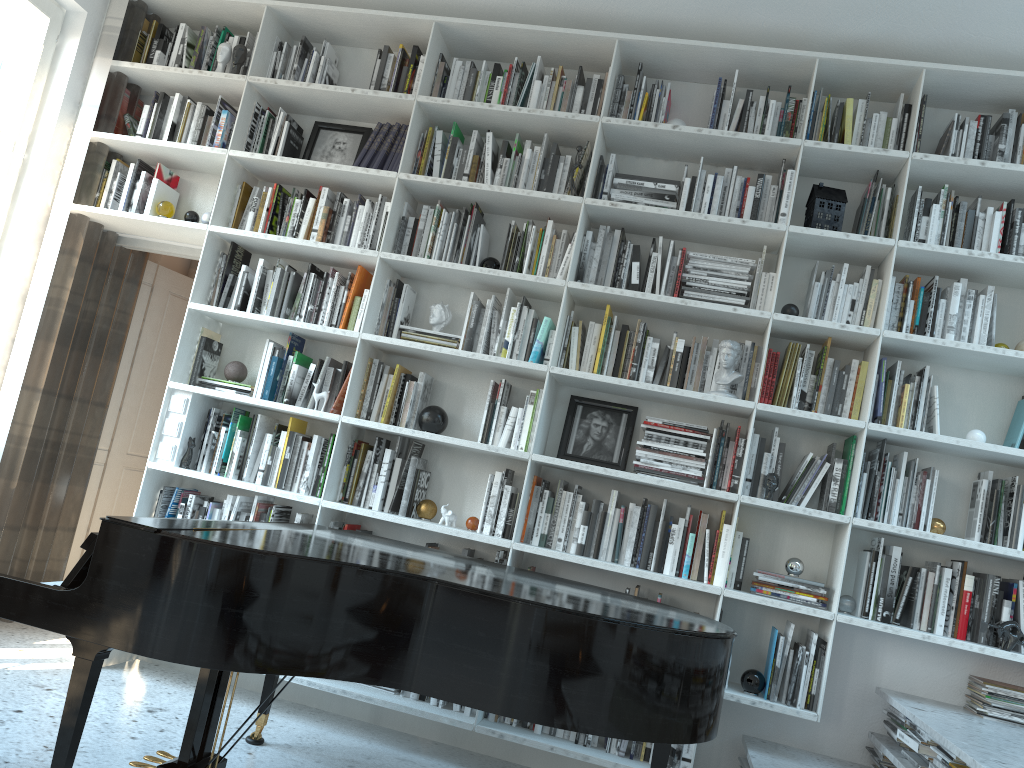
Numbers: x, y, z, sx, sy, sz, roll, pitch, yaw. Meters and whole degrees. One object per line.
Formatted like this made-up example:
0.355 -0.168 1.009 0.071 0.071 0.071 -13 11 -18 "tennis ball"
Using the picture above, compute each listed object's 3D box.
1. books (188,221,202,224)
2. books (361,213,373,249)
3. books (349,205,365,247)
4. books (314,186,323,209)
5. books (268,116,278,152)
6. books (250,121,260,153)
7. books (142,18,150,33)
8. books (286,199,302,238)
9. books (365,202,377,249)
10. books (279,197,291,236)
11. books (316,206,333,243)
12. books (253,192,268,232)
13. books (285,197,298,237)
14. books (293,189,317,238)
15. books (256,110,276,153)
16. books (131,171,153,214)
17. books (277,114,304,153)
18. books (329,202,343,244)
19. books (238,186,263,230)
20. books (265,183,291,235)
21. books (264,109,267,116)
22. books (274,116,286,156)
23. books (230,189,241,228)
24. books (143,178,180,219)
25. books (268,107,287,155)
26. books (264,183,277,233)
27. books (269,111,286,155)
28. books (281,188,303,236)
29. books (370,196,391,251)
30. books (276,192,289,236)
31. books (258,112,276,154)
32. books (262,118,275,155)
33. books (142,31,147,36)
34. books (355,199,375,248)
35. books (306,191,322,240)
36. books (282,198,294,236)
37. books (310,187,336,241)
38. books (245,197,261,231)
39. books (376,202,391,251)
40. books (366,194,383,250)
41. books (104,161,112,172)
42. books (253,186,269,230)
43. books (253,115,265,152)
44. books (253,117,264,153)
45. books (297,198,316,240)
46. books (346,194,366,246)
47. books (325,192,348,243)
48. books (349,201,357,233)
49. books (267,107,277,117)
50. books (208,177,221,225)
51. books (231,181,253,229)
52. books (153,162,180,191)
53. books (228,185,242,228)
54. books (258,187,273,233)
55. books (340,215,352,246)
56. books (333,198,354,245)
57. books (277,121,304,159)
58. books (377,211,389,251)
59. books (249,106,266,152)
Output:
-1.568 -0.762 4.313 0.285 0.012 0.160 10 -8 14 "books"
-0.653 -0.669 4.123 0.013 0.206 0.172 11 -7 12 "books"
-0.695 -0.690 4.122 0.030 0.230 0.172 11 -7 12 "books"
-0.908 -0.764 4.190 0.014 0.303 0.152 11 -7 12 "books"
-1.125 -1.144 4.282 0.019 0.243 0.153 11 -7 12 "books"
-1.215 -1.140 4.305 0.015 0.206 0.172 11 -7 12 "books"
-1.871 -1.683 4.512 0.012 0.307 0.180 11 -7 12 "books"
-0.999 -0.739 4.191 0.031 0.217 0.173 11 -7 12 "books"
-0.627 -0.693 4.132 0.024 0.265 0.155 11 -7 12 "books"
-1.052 -0.753 4.220 0.012 0.230 0.150 11 -7 12 "books"
-0.852 -0.703 4.142 0.029 0.195 0.192 11 -7 12 "books"
-1.162 -0.775 4.230 0.030 0.229 0.172 11 -7 12 "books"
-1.017 -0.747 4.202 0.011 0.228 0.170 11 -7 12 "books"
-0.971 -0.761 4.194 0.014 0.272 0.181 11 -7 12 "books"
-1.172 -1.162 4.290 0.009 0.259 0.184 11 -7 12 "books"
-1.778 -0.894 4.344 0.021 0.236 0.189 11 -7 12 "books"
-1.072 -1.141 4.268 0.012 0.254 0.167 11 -7 12 "books"
-0.801 -0.710 4.150 0.013 0.232 0.172 11 -7 12 "books"
-1.237 -0.801 4.261 0.062 0.258 0.153 11 -7 12 "books"
-1.107 -0.790 4.213 0.011 0.277 0.164 11 -7 12 "books"
-1.193 -1.173 4.306 0.005 0.277 0.147 11 -7 12 "books"
-1.083 -1.140 4.271 0.011 0.249 0.168 11 -7 12 "books"
-1.292 -0.799 4.263 0.022 0.232 0.151 11 -7 12 "books"
-1.714 -0.868 4.335 0.029 0.211 0.187 11 -7 12 "books"
-1.110 -1.161 4.280 0.005 0.280 0.191 11 -7 12 "books"
-1.119 -0.792 4.227 0.020 0.280 0.165 11 -7 12 "books"
-1.100 -1.149 4.267 0.023 0.258 0.183 11 -7 12 "books"
-1.036 -0.774 4.216 0.012 0.277 0.151 11 -7 12 "books"
-0.594 -0.701 4.110 0.022 0.289 0.169 11 -7 12 "books"
-1.079 -0.768 4.222 0.047 0.249 0.134 11 -7 12 "books"
-1.160 -1.154 4.274 0.004 0.246 0.189 11 -7 12 "books"
-1.140 -1.136 4.272 0.018 0.218 0.186 11 -7 12 "books"
-1.865 -1.646 4.519 0.011 0.241 0.151 11 -7 12 "books"
-0.666 -0.702 4.118 0.022 0.263 0.174 11 -7 12 "books"
-0.897 -0.748 4.167 0.023 0.271 0.187 11 -7 12 "books"
-1.031 -0.745 4.198 0.014 0.217 0.164 11 -7 12 "books"
-0.870 -0.751 4.157 0.030 0.285 0.185 11 -7 12 "books"
-1.205 -0.767 4.224 0.026 0.195 0.176 11 -7 12 "books"
-0.569 -0.684 4.100 0.035 0.263 0.178 11 -7 12 "books"
-0.612 -0.707 4.101 0.012 0.290 0.182 11 -7 12 "books"
-2.014 -0.954 4.404 0.011 0.272 0.189 11 -7 12 "books"
-1.178 -0.793 4.240 0.010 0.262 0.151 11 -7 12 "books"
-1.189 -1.149 4.287 0.009 0.228 0.185 11 -7 12 "books"
-1.186 -1.143 4.275 0.004 0.214 0.187 11 -7 12 "books"
-0.944 -0.738 4.190 0.047 0.238 0.162 11 -7 12 "books"
-0.709 -0.718 4.134 0.012 0.280 0.188 11 -7 12 "books"
-0.812 -0.738 4.168 0.025 0.285 0.161 11 -7 12 "books"
-0.730 -0.709 4.155 0.035 0.260 0.131 11 -7 12 "books"
-1.187 -1.177 4.308 0.006 0.288 0.144 11 -7 12 "books"
-1.396 -0.845 4.286 0.012 0.284 0.160 11 -7 12 "books"
-1.275 -0.813 4.253 0.012 0.263 0.180 11 -7 12 "books"
-1.723 -0.912 4.358 0.013 0.298 0.179 11 -7 12 "books"
-1.305 -0.811 4.276 0.012 0.253 0.161 11 -7 12 "books"
-1.139 -0.782 4.225 0.014 0.252 0.187 11 -7 12 "books"
-0.759 -0.677 4.150 0.022 0.185 0.137 11 -7 12 "books"
-0.776 -0.718 4.161 0.029 0.260 0.158 11 -7 12 "books"
-1.066 -1.120 4.255 0.012 0.213 0.186 11 -7 12 "books"
-0.545 -0.652 4.064 0.039 0.202 0.236 11 -7 12 "books"
-1.218 -1.182 4.308 0.006 0.287 0.148 11 -7 12 "books"
